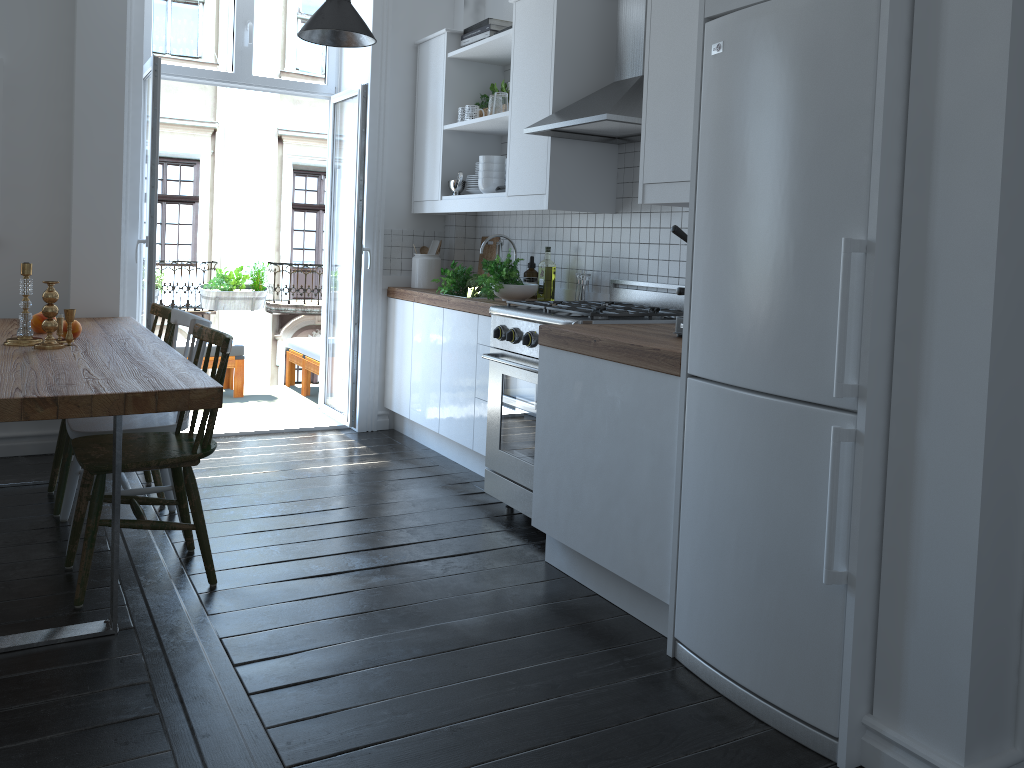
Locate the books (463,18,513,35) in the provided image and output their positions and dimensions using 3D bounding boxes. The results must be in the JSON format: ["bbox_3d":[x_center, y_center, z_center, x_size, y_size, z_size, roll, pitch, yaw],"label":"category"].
[{"bbox_3d":[-0.087,-1.980,4.934,0.259,0.038,0.329,-2,10,-27],"label":"books"}]

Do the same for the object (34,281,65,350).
[{"bbox_3d":[-1.697,-0.254,3.236,0.100,0.246,0.101,2,3,-6],"label":"object"}]

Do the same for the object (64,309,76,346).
[{"bbox_3d":[-1.673,-0.213,3.329,0.049,0.138,0.049,1,3,-30],"label":"object"}]

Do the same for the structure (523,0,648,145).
[{"bbox_3d":[0.464,-1.728,3.769,0.528,1.297,0.638,1,4,-30],"label":"structure"}]

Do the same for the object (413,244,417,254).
[{"bbox_3d":[-0.563,-0.720,5.360,0.054,0.261,0.149,4,4,35],"label":"object"}]

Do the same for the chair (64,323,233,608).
[{"bbox_3d":[-1.206,0.232,2.952,0.485,0.823,0.471,0,5,-31],"label":"chair"}]

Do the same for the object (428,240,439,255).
[{"bbox_3d":[-0.511,-0.730,5.347,0.065,0.288,0.141,4,4,34],"label":"object"}]

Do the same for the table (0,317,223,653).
[{"bbox_3d":[-1.839,0.209,3.271,1.018,0.711,2.250,-1,9,-30],"label":"table"}]

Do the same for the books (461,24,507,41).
[{"bbox_3d":[-0.079,-1.944,4.927,0.287,0.030,0.355,-3,10,-29],"label":"books"}]

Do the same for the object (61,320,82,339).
[{"bbox_3d":[-1.773,-0.219,3.533,0.084,0.083,0.090,1,6,-17],"label":"object"}]

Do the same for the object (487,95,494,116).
[{"bbox_3d":[-0.087,-1.457,4.631,0.086,0.119,0.087,2,5,-7],"label":"object"}]

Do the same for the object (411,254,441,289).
[{"bbox_3d":[-0.521,-0.684,5.342,0.174,0.207,0.175,0,6,-25],"label":"object"}]

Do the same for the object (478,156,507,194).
[{"bbox_3d":[-0.038,-1.117,4.731,0.309,0.215,0.151,-2,6,-32],"label":"object"}]

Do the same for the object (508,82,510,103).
[{"bbox_3d":[-0.012,-1.553,4.858,0.060,0.224,0.060,5,4,43],"label":"object"}]

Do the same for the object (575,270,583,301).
[{"bbox_3d":[0.342,-0.478,4.366,0.059,0.172,0.059,2,3,-16],"label":"object"}]

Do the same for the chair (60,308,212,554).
[{"bbox_3d":[-1.434,0.146,3.387,0.509,0.838,0.470,0,4,-30],"label":"chair"}]

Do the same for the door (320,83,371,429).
[{"bbox_3d":[-1.037,-0.788,5.400,0.105,2.015,0.589,1,3,-36],"label":"door"}]

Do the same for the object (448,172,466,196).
[{"bbox_3d":[-0.307,-1.123,4.958,0.102,0.134,0.212,1,7,-18],"label":"object"}]

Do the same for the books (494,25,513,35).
[{"bbox_3d":[0.103,-1.841,4.610,0.274,0.016,0.345,-2,10,-28],"label":"books"}]

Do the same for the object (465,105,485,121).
[{"bbox_3d":[-0.213,-1.493,4.886,0.083,0.099,0.109,-2,7,-40],"label":"object"}]

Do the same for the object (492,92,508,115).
[{"bbox_3d":[-0.058,-1.443,4.550,0.086,0.119,0.087,2,5,-7],"label":"object"}]

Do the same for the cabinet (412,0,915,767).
[{"bbox_3d":[0.287,-0.609,3.782,0.779,2.353,3.830,1,7,-26],"label":"cabinet"}]

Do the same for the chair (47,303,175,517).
[{"bbox_3d":[-1.704,0.080,3.787,0.485,0.822,0.471,0,5,-31],"label":"chair"}]

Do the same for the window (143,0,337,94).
[{"bbox_3d":[-1.611,-2.150,5.312,1.180,0.654,0.106,-2,4,-30],"label":"window"}]

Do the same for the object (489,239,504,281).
[{"bbox_3d":[-0.079,-0.683,5.107,0.098,0.316,0.098,1,3,-30],"label":"object"}]

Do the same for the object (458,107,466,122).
[{"bbox_3d":[-0.260,-1.513,5.001,0.083,0.099,0.109,5,6,29],"label":"object"}]

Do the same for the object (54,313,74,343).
[{"bbox_3d":[-1.758,-0.219,3.425,0.102,0.113,0.103,-3,7,-44],"label":"object"}]

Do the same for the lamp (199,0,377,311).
[{"bbox_3d":[-1.394,-1.592,5.378,0.492,2.494,2.726,1,6,-30],"label":"lamp"}]

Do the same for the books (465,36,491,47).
[{"bbox_3d":[-0.084,-1.876,4.928,0.259,0.043,0.355,-2,10,-27],"label":"books"}]

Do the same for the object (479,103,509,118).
[{"bbox_3d":[-0.055,-1.499,4.957,0.153,0.102,0.397,-1,9,-29],"label":"object"}]

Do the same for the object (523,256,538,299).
[{"bbox_3d":[0.104,-0.578,4.774,0.085,0.229,0.085,4,3,25],"label":"object"}]

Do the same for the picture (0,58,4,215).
[{"bbox_3d":[-2.805,-1.131,4.155,0.687,0.883,0.084,0,3,-30],"label":"picture"}]

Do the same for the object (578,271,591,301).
[{"bbox_3d":[0.354,-0.467,4.302,0.059,0.172,0.059,2,3,-16],"label":"object"}]

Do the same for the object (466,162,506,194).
[{"bbox_3d":[-0.107,-1.145,4.960,0.306,0.193,0.303,-1,8,-28],"label":"object"}]

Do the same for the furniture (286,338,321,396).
[{"bbox_3d":[-1.347,-0.109,6.518,0.400,0.372,0.930,-1,9,-30],"label":"furniture"}]

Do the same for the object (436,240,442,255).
[{"bbox_3d":[-0.469,-0.727,5.329,0.131,0.294,0.056,5,4,40],"label":"object"}]

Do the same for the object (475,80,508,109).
[{"bbox_3d":[-0.088,-1.597,5.019,0.164,0.252,0.350,-1,7,-39],"label":"object"}]

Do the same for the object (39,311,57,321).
[{"bbox_3d":[-1.990,-0.268,3.758,0.083,0.089,0.088,-2,7,-40],"label":"object"}]

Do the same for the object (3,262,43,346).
[{"bbox_3d":[-1.828,-0.302,3.311,0.141,0.309,0.141,3,3,12],"label":"object"}]

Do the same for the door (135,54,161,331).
[{"bbox_3d":[-2.020,-0.741,4.839,0.105,2.015,0.590,1,3,-24],"label":"door"}]

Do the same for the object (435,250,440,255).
[{"bbox_3d":[-0.471,-0.706,5.339,0.051,0.246,0.115,4,4,25],"label":"object"}]

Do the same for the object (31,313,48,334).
[{"bbox_3d":[-1.965,-0.253,3.678,0.091,0.087,0.084,2,5,-4],"label":"object"}]

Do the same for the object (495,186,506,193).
[{"bbox_3d":[0.047,-0.995,4.539,0.277,0.042,0.248,-4,11,-37],"label":"object"}]

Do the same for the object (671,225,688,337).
[{"bbox_3d":[0.655,-0.329,2.888,0.353,0.368,0.207,-1,5,-30],"label":"object"}]

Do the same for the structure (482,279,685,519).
[{"bbox_3d":[0.329,0.074,3.751,0.722,1.013,0.706,0,5,-30],"label":"structure"}]

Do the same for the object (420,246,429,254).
[{"bbox_3d":[-0.540,-0.715,5.366,0.061,0.250,0.118,2,3,0],"label":"object"}]

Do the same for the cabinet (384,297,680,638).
[{"bbox_3d":[0.121,0.113,4.102,0.728,0.807,3.219,0,9,-22],"label":"cabinet"}]

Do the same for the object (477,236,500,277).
[{"bbox_3d":[-0.145,-0.720,5.285,0.040,0.328,0.222,1,4,-30],"label":"object"}]

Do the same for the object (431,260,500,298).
[{"bbox_3d":[-0.239,-0.518,4.786,0.471,0.306,0.285,7,7,33],"label":"object"}]

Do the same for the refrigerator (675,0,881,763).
[{"bbox_3d":[0.897,-0.077,2.380,0.681,1.792,0.580,1,3,-30],"label":"refrigerator"}]

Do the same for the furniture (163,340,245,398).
[{"bbox_3d":[-2.260,-0.110,6.279,0.600,0.372,0.404,-2,7,-30],"label":"furniture"}]

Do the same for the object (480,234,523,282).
[{"bbox_3d":[-0.023,-0.645,4.837,0.189,0.351,0.275,5,5,36],"label":"object"}]

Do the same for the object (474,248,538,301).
[{"bbox_3d":[-0.029,-0.555,4.463,0.338,0.267,0.274,-3,8,-39],"label":"object"}]

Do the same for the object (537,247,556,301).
[{"bbox_3d":[0.181,-0.569,4.557,0.066,0.281,0.067,1,3,-35],"label":"object"}]

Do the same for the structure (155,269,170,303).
[{"bbox_3d":[-2.673,-0.699,6.143,0.572,0.375,0.294,-3,7,-40],"label":"structure"}]

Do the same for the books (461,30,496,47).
[{"bbox_3d":[-0.096,-1.914,4.932,0.259,0.030,0.332,-3,10,-31],"label":"books"}]

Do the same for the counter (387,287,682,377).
[{"bbox_3d":[0.085,-0.316,4.063,0.846,0.073,3.132,-3,10,-29],"label":"counter"}]

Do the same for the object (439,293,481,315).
[{"bbox_3d":[-0.173,-0.428,4.797,0.354,0.110,0.376,-2,10,-30],"label":"object"}]
